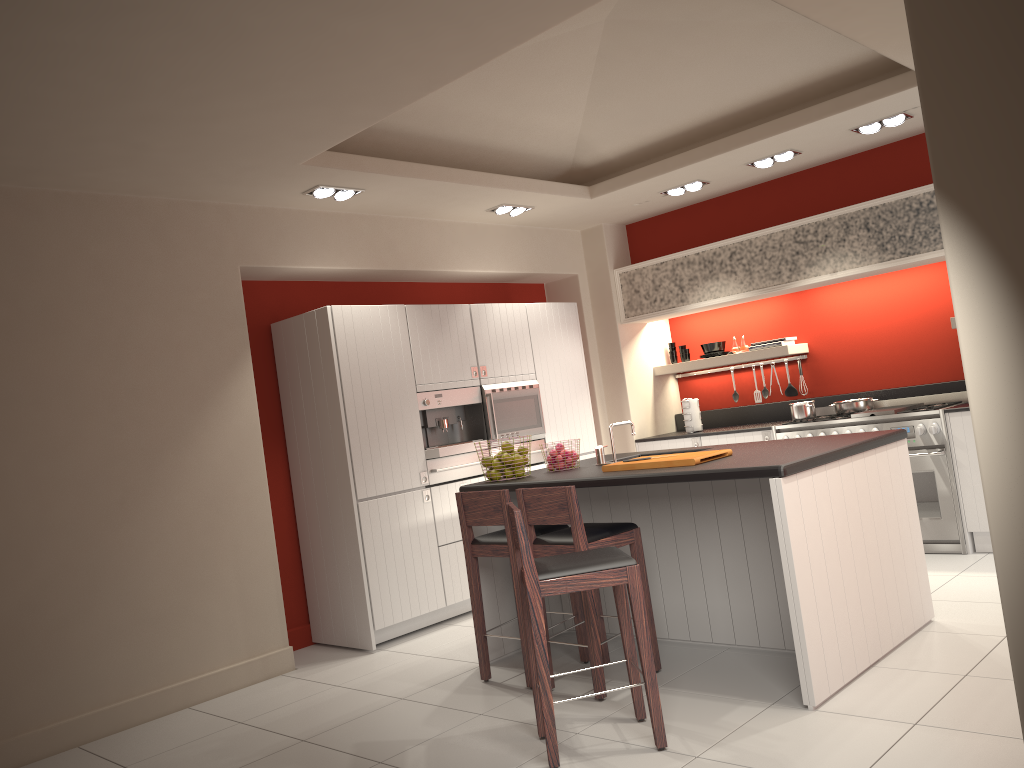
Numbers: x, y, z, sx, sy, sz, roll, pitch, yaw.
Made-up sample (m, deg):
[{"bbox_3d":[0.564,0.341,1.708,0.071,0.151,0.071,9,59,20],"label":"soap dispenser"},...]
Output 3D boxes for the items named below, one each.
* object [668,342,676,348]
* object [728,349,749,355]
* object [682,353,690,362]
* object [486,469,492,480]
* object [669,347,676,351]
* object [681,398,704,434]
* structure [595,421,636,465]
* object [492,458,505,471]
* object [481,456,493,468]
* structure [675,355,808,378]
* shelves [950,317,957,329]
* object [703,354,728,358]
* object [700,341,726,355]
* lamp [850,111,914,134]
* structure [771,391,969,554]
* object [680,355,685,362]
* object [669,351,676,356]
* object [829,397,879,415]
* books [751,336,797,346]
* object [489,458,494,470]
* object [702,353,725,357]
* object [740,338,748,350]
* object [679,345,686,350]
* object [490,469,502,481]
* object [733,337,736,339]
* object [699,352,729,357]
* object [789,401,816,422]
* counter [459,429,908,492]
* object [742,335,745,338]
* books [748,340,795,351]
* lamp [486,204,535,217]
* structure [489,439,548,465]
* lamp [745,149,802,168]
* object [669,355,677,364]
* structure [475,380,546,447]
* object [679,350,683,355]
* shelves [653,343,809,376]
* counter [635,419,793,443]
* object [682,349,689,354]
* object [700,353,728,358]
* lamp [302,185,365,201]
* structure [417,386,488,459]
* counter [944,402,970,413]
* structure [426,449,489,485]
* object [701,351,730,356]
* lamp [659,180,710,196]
[{"bbox_3d":[1.533,-0.356,8.478,0.070,0.076,0.070,-9,-2,15],"label":"object"},{"bbox_3d":[2.044,-0.287,7.924,0.183,0.027,0.160,-7,-2,-18],"label":"object"},{"bbox_3d":[1.627,-0.243,8.251,0.070,0.076,0.070,-9,-2,15],"label":"object"},{"bbox_3d":[-0.120,0.529,5.179,0.068,0.068,0.068,-7,-2,-35],"label":"object"},{"bbox_3d":[1.539,-0.312,8.476,0.070,0.076,0.070,-9,-2,15],"label":"object"},{"bbox_3d":[1.591,0.277,7.855,0.168,0.304,0.163,-7,-2,-17],"label":"object"},{"bbox_3d":[0.607,0.356,5.265,0.183,0.249,0.224,-10,-3,44],"label":"structure"},{"bbox_3d":[-0.080,0.469,5.147,0.076,0.077,0.076,-8,-2,9],"label":"object"},{"bbox_3d":[-0.142,0.457,5.185,0.077,0.068,0.076,-10,-3,37],"label":"object"},{"bbox_3d":[2.076,-0.155,8.131,1.354,0.034,0.054,-10,-3,44],"label":"structure"},{"bbox_3d":[3.844,-0.544,6.171,1.378,0.083,0.376,-10,-3,44],"label":"shelves"},{"bbox_3d":[1.862,-0.249,8.134,0.280,0.016,0.280,-10,-3,43],"label":"object"},{"bbox_3d":[1.852,-0.322,8.137,0.232,0.108,0.232,-8,-2,-5],"label":"object"},{"bbox_3d":[2.500,-1.781,6.005,0.361,0.103,0.199,-10,-3,44],"label":"lamp"},{"bbox_3d":[2.807,0.695,6.810,1.321,1.085,0.778,-10,-3,44],"label":"structure"},{"bbox_3d":[1.630,-0.239,8.396,0.070,0.076,0.070,-9,-2,15],"label":"object"},{"bbox_3d":[1.506,-0.269,8.295,0.070,0.076,0.070,-9,-2,15],"label":"object"},{"bbox_3d":[2.743,0.180,7.111,0.309,0.105,0.309,-7,-2,-18],"label":"object"},{"bbox_3d":[2.270,-0.369,7.687,0.331,0.026,0.207,-10,-3,44],"label":"books"},{"bbox_3d":[-0.107,0.476,5.243,0.076,0.077,0.076,-8,-2,9],"label":"object"},{"bbox_3d":[1.861,-0.260,8.134,0.280,0.016,0.280,-10,-3,43],"label":"object"},{"bbox_3d":[2.079,-0.348,7.940,0.077,0.134,0.076,-9,-2,27],"label":"object"},{"bbox_3d":[1.618,-0.326,8.399,0.070,0.076,0.070,-9,-2,15],"label":"object"},{"bbox_3d":[-0.093,0.522,5.096,0.068,0.068,0.068,-7,-2,-35],"label":"object"},{"bbox_3d":[1.984,-0.412,7.916,0.023,0.031,0.024,-8,-2,-4],"label":"object"},{"bbox_3d":[1.860,-0.265,8.135,0.280,0.016,0.280,-10,-3,43],"label":"object"},{"bbox_3d":[2.321,0.220,7.070,0.201,0.148,0.201,-10,-2,37],"label":"object"},{"bbox_3d":[0.902,0.439,4.941,2.053,0.050,1.416,-10,-3,44],"label":"counter"},{"bbox_3d":[2.070,-0.422,7.943,0.026,0.032,0.023,-9,-2,26],"label":"object"},{"bbox_3d":[2.249,-0.332,7.682,0.207,0.042,0.330,-6,-2,-41],"label":"books"},{"bbox_3d":[-0.012,-1.382,6.995,0.199,0.084,0.361,-10,-3,44],"label":"lamp"},{"bbox_3d":[0.057,0.552,6.893,0.128,0.177,0.617,-10,-3,44],"label":"structure"},{"bbox_3d":[1.932,-1.682,6.560,0.361,0.104,0.199,-10,-3,44],"label":"lamp"},{"bbox_3d":[1.513,-0.226,8.293,0.070,0.076,0.070,-9,-2,15],"label":"object"},{"bbox_3d":[-0.050,0.233,6.959,0.332,0.473,0.610,-10,-3,44],"label":"structure"},{"bbox_3d":[1.624,-0.283,8.397,0.070,0.076,0.070,-9,-2,15],"label":"object"},{"bbox_3d":[1.949,-0.215,8.023,1.378,0.083,0.376,-10,-3,44],"label":"shelves"},{"bbox_3d":[1.833,0.407,7.781,1.359,0.026,0.699,-10,-3,44],"label":"counter"},{"bbox_3d":[1.621,-0.287,8.253,0.070,0.076,0.070,-9,-2,15],"label":"object"},{"bbox_3d":[1.862,-0.255,8.134,0.280,0.016,0.280,-10,-3,43],"label":"object"},{"bbox_3d":[-1.165,-1.268,5.795,0.199,0.103,0.361,-10,-3,44],"label":"lamp"},{"bbox_3d":[-0.536,0.293,6.560,0.452,0.470,0.624,-10,-3,44],"label":"structure"},{"bbox_3d":[3.720,0.079,5.936,1.359,0.026,0.699,-10,-3,44],"label":"counter"},{"bbox_3d":[-0.379,0.599,6.439,0.128,0.177,0.617,-10,-3,44],"label":"structure"},{"bbox_3d":[1.859,-0.270,8.135,0.280,0.016,0.280,-10,-3,43],"label":"object"},{"bbox_3d":[1.378,-1.585,7.101,0.361,0.109,0.199,-10,-3,44],"label":"lamp"}]
